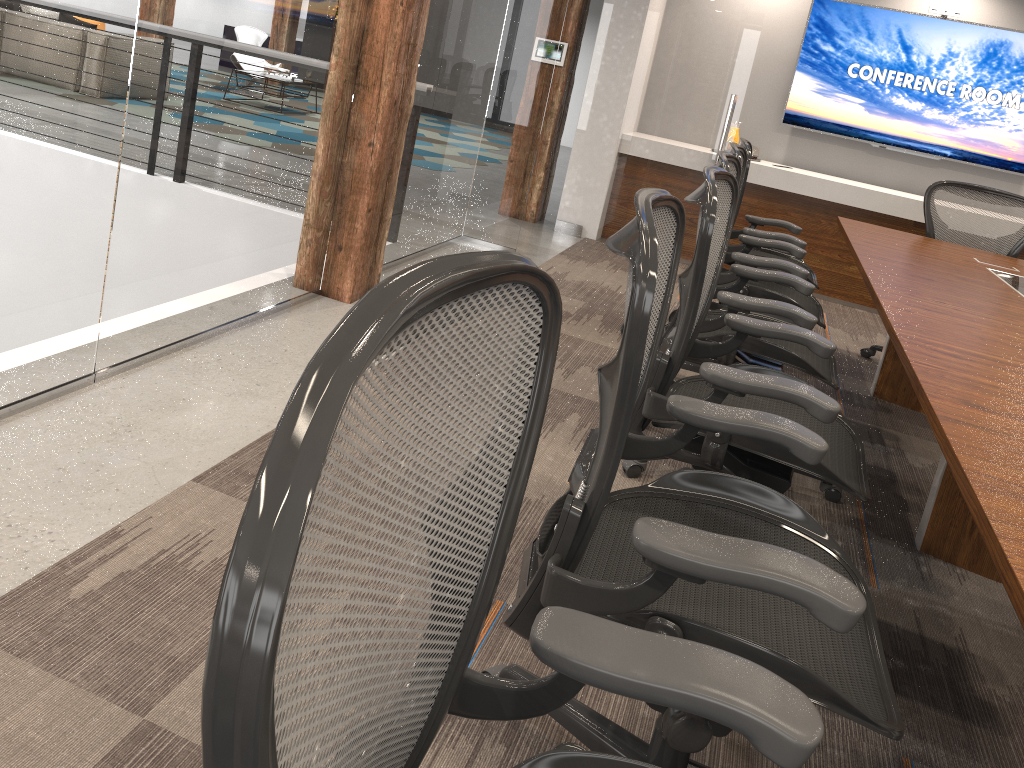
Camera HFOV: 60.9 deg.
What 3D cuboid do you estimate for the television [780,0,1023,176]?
[{"bbox_3d":[3.129,-2.282,6.582,1.934,1.066,0.066,17,11,15],"label":"television"}]

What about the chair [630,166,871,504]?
[{"bbox_3d":[0.622,0.033,2.211,0.793,1.048,0.803,12,14,0],"label":"chair"}]

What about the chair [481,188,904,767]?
[{"bbox_3d":[0.382,0.278,1.427,0.763,1.048,0.834,13,14,3],"label":"chair"}]

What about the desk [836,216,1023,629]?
[{"bbox_3d":[1.490,0.511,1.868,1.420,0.723,6.254,16,21,12],"label":"desk"}]

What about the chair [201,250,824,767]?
[{"bbox_3d":[0.065,0.483,0.707,0.791,1.048,0.805,11,14,-4],"label":"chair"}]

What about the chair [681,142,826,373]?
[{"bbox_3d":[1.071,-0.454,3.751,0.792,1.048,0.804,12,14,-2],"label":"chair"}]

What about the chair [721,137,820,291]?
[{"bbox_3d":[1.344,-0.667,4.470,0.776,1.048,0.820,17,15,20],"label":"chair"}]

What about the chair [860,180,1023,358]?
[{"bbox_3d":[2.460,-0.504,4.653,0.770,1.048,0.827,12,14,-2],"label":"chair"}]

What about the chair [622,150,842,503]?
[{"bbox_3d":[0.871,-0.193,2.948,0.766,1.048,0.832,14,14,7],"label":"chair"}]
